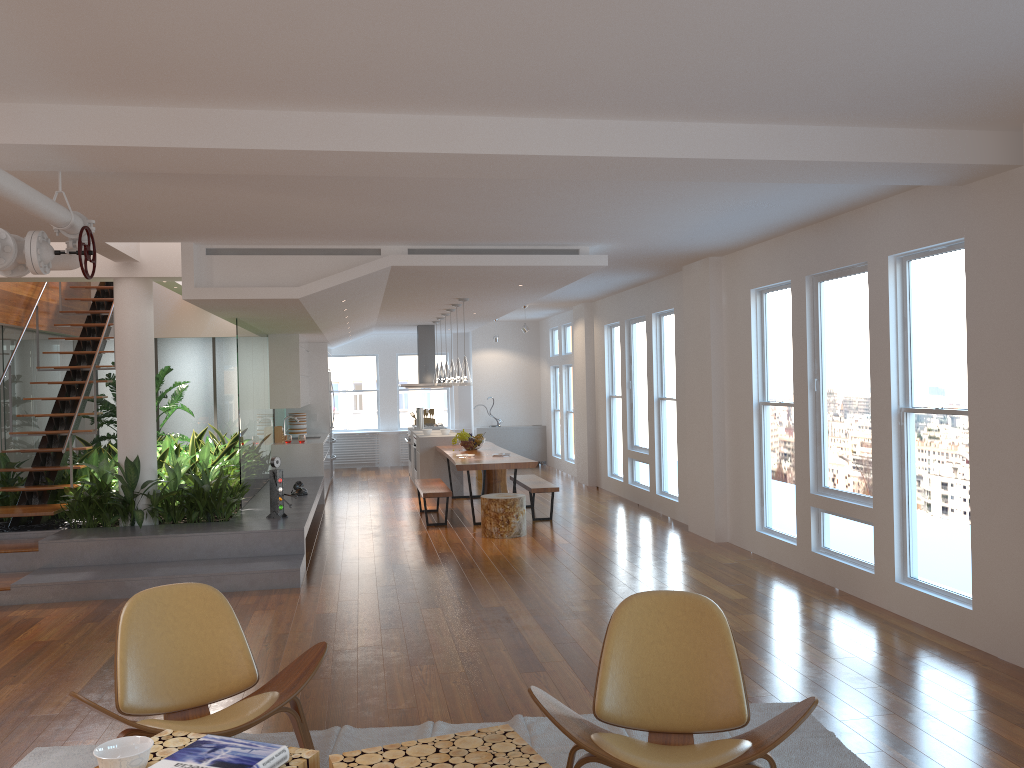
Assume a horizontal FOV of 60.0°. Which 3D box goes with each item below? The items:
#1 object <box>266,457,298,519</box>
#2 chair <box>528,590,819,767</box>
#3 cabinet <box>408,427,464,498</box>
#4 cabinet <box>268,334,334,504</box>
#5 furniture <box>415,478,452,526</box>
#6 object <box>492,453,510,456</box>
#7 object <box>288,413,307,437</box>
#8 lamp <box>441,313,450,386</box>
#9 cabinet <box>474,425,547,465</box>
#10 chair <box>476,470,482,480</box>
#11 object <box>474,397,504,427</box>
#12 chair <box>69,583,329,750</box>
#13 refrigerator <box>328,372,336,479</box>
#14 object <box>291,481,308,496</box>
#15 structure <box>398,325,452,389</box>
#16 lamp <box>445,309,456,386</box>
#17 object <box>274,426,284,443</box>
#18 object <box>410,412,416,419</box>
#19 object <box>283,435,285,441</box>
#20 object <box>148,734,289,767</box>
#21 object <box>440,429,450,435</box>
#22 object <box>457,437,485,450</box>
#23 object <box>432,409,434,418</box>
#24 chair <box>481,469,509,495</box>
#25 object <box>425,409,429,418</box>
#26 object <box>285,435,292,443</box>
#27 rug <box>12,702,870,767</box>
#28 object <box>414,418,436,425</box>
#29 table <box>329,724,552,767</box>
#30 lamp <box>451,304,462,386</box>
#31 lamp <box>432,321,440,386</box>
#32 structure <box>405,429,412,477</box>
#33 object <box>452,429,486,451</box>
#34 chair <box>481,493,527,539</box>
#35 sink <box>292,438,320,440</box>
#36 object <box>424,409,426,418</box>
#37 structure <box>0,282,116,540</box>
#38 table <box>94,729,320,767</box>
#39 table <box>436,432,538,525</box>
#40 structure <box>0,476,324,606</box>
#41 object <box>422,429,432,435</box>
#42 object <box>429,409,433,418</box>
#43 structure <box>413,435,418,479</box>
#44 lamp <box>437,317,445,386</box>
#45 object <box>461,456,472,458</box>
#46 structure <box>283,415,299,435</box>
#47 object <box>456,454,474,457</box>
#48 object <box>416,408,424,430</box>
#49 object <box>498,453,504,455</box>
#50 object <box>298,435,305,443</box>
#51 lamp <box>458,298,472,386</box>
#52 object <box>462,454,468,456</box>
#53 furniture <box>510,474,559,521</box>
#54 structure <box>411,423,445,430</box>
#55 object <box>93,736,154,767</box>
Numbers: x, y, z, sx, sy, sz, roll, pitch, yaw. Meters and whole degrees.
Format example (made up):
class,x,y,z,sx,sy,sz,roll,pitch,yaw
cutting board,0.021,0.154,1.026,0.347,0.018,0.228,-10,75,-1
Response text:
class,x,y,z,sx,sy,sz,roll,pitch,yaw
object,-2.100,0.949,8.118,0.318,0.565,0.134,-1,0,27
chair,0.597,1.189,3.026,0.856,0.752,0.867,-1,0,40
cabinet,-1.223,1.145,13.714,0.597,0.832,2.936,-1,0,-10
cabinet,-3.232,0.482,13.969,0.676,2.280,4.565,-1,0,-10
furniture,-0.923,1.372,10.315,0.316,0.389,1.433,-1,0,-10
object,-0.123,0.833,10.419,0.222,0.020,0.222,-1,0,-18
object,-3.266,0.624,13.506,0.267,0.356,0.266,-1,0,16
lamp,-0.907,-0.509,12.221,0.160,1.060,0.160,-1,0,17
cabinet,-0.034,1.155,16.609,1.309,0.725,0.420,-1,0,-10
chair,-0.413,1.324,14.554,0.344,0.430,0.549,-1,0,-6
object,-0.420,0.520,16.499,0.590,0.563,0.210,-1,0,-39
chair,-1.151,1.228,3.454,0.856,0.752,0.867,-1,0,-5
refrigerator,-3.299,0.697,14.711,0.725,1.772,0.908,-1,0,-10
object,-2.370,1.151,9.813,0.181,0.155,0.216,-1,0,45
structure,-1.412,-0.636,14.589,0.909,1.405,0.900,-1,0,-10
lamp,-0.785,-0.510,11.508,0.160,1.060,0.160,-1,0,17
object,-3.204,0.692,12.199,0.104,0.222,0.200,-1,0,-10
object,-1.634,0.593,15.037,0.199,0.259,0.016,-1,0,1
object,-3.231,0.718,12.446,0.100,0.170,0.173,-1,0,-8
object,-0.813,1.042,2.377,0.279,0.048,0.334,-1,0,21
object,-0.953,0.685,12.666,0.152,0.082,0.152,-1,0,41
object,-0.519,0.776,11.388,0.360,0.159,0.360,-1,0,44
object,-1.348,0.571,15.089,0.057,0.294,0.030,-1,0,-10
chair,-0.241,1.320,12.336,0.396,0.455,0.402,-1,0,-20
object,-1.444,0.572,15.052,0.057,0.299,0.019,-1,0,-10
object,-3.017,0.743,11.956,0.094,0.106,0.094,-1,0,-4
rug,-0.214,1.543,2.370,3.525,0.057,3.478,-1,0,-5
object,-1.478,0.652,15.056,0.353,0.157,0.084,-1,0,-10
table,-0.173,1.318,2.402,0.548,0.534,0.489,-1,0,-21
lamp,-0.662,-0.511,10.796,0.160,1.060,0.160,-1,0,17
lamp,-1.153,-0.507,13.646,0.160,1.060,0.160,-1,0,17
structure,-1.417,1.122,14.602,0.649,0.735,0.890,-1,0,-10
object,-0.548,0.714,11.398,0.292,0.284,0.394,-1,0,44
chair,-0.086,1.347,9.100,0.460,0.400,0.460,-1,0,0
sink,-3.025,0.913,12.956,0.449,0.192,0.666,-1,0,-10
object,-1.481,0.573,15.066,0.061,0.299,0.040,-1,0,-12
structure,-4.019,-0.628,10.025,2.552,4.265,4.591,-1,0,-10
table,-0.892,1.334,2.428,0.548,0.534,0.489,-1,0,20
table,-0.655,1.199,12.395,0.893,0.704,5.996,-1,0,-10
structure,-3.649,1.452,9.414,3.088,0.386,5.584,-1,0,-10
object,-1.220,0.691,12.746,0.152,0.082,0.152,-1,0,30
object,-1.381,0.571,15.066,0.068,0.298,0.039,-1,0,-10
structure,-1.423,1.083,13.169,0.072,0.648,0.644,-1,0,-10
lamp,-1.030,-0.508,12.934,0.160,1.060,0.160,-1,0,17
object,-0.538,0.846,10.259,0.149,0.014,0.044,-1,0,-11
structure,-3.226,0.721,12.950,0.248,0.536,0.115,-1,0,-10
object,-0.547,0.843,10.394,0.222,0.020,0.222,-1,0,31
object,-1.454,0.556,14.143,0.120,0.356,0.172,-1,0,38
object,-0.124,0.827,10.418,0.079,0.030,0.070,-1,0,34
object,-2.830,0.738,11.941,0.094,0.106,0.094,-1,0,-4
lamp,-0.540,-0.511,10.083,0.160,1.060,0.160,-1,0,17
object,-0.547,0.837,10.394,0.079,0.030,0.070,-1,0,44
furniture,0.252,1.344,10.517,0.316,0.389,1.433,-1,0,-10
structure,-1.388,0.695,14.619,0.520,0.073,0.650,-1,0,-10
object,-1.058,1.031,2.420,0.152,0.082,0.152,-1,0,41
